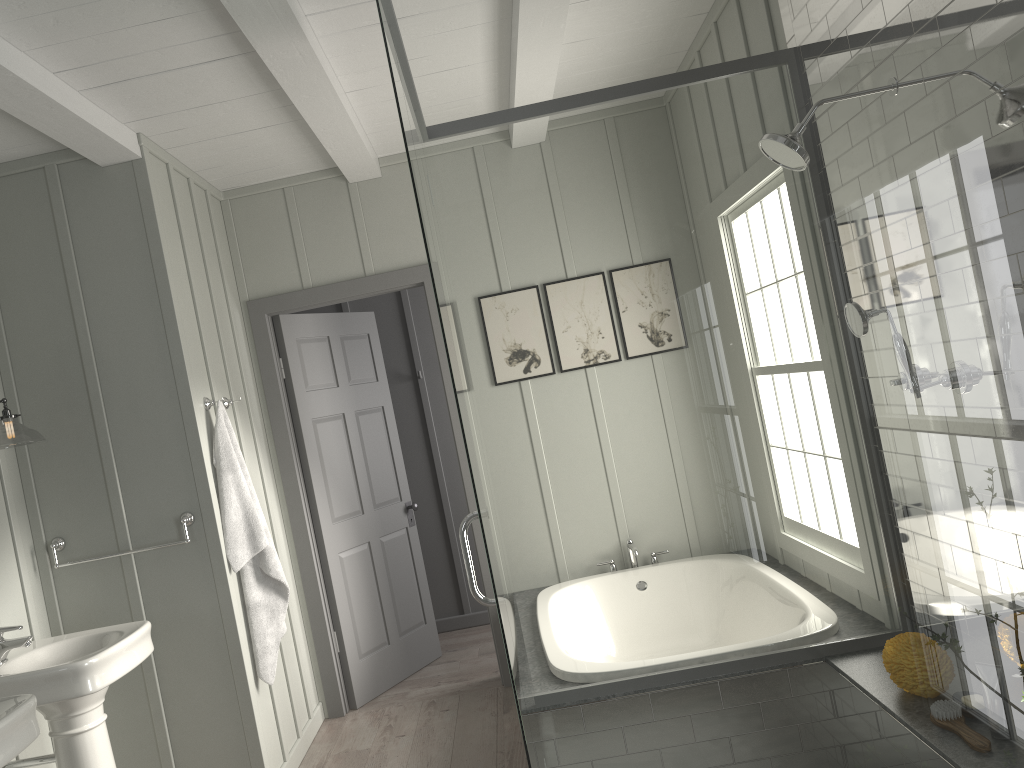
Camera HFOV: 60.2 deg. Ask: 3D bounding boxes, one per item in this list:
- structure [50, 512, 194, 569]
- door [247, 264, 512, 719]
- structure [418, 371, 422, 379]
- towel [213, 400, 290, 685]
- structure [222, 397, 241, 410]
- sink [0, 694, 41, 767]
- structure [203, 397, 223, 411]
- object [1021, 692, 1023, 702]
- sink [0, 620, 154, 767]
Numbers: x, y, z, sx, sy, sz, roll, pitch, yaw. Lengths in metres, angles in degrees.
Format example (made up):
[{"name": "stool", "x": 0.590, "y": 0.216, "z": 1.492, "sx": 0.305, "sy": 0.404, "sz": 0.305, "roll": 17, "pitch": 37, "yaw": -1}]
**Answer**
[{"name": "structure", "x": -1.571, "y": 0.631, "z": 3.557, "sx": 0.605, "sy": 0.123, "sz": 0.054, "roll": -11, "pitch": 0, "yaw": 3}, {"name": "door", "x": -0.944, "y": 0.580, "z": 1.457, "sx": 4.272, "sy": 2.196, "sz": 7.757, "roll": -11, "pitch": -1, "yaw": 0}, {"name": "structure", "x": -0.605, "y": -0.059, "z": 5.843, "sx": 0.019, "sy": 0.051, "sz": 0.135, "roll": -11, "pitch": -1, "yaw": -1}, {"name": "towel", "x": -1.082, "y": 0.652, "z": 3.733, "sx": 0.163, "sy": 1.204, "sz": 0.316, "roll": -11, "pitch": 0, "yaw": 5}, {"name": "structure", "x": -1.260, "y": 0.080, "z": 3.986, "sx": 0.080, "sy": 0.056, "sz": 0.056, "roll": -11, "pitch": 0, "yaw": 2}, {"name": "sink", "x": -1.503, "y": 1.299, "z": 2.249, "sx": 0.569, "sy": 1.013, "sz": 0.567, "roll": -11, "pitch": 0, "yaw": 1}, {"name": "structure", "x": -1.256, "y": 0.077, "z": 3.733, "sx": 0.080, "sy": 0.056, "sz": 0.056, "roll": -11, "pitch": 0, "yaw": 2}, {"name": "object", "x": 0.938, "y": 0.751, "z": 1.353, "sx": 0.517, "sy": 1.117, "sz": 0.275, "roll": -11, "pitch": 0, "yaw": 1}, {"name": "sink", "x": -1.514, "y": 1.309, "z": 3.058, "sx": 0.569, "sy": 1.013, "sz": 0.567, "roll": -11, "pitch": 0, "yaw": 1}]
